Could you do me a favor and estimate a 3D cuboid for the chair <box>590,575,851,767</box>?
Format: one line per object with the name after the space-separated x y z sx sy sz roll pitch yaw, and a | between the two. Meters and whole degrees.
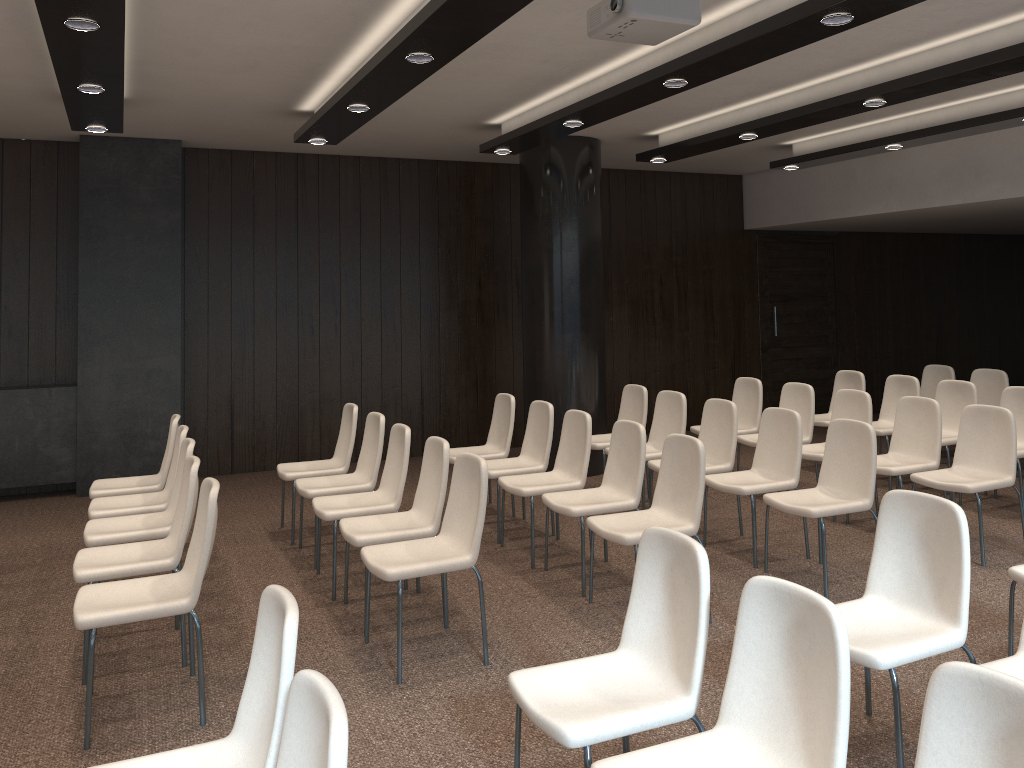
0.521 0.994 2.157 0.558 0.905 0.529 -1 -1 -25 | chair

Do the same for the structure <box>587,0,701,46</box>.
0.575 -1.737 3.939 0.409 0.315 0.383 -2 2 -24 | structure

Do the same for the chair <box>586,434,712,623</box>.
0.718 0.744 4.621 0.558 0.905 0.529 -1 -1 -22 | chair

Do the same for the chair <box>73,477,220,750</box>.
-1.506 0.882 3.629 0.558 0.905 0.529 -1 -1 -24 | chair

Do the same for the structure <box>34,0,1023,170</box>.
-1.411 -1.626 2.769 13.162 0.231 8.075 -4 6 -24 | structure

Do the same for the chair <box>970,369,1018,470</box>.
4.325 0.324 8.187 0.558 0.905 0.529 -1 -1 -26 | chair

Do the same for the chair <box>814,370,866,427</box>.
3.033 0.335 8.299 0.558 0.905 0.529 -1 -1 -22 | chair

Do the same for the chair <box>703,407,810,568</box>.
1.564 0.626 5.648 0.558 0.905 0.529 -1 -1 -23 | chair

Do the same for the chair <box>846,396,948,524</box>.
2.692 0.557 6.139 0.558 0.905 0.529 -1 -1 -22 | chair

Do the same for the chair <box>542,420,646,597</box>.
0.497 0.690 5.194 0.558 0.905 0.529 -1 -1 -22 | chair

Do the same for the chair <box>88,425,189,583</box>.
-2.252 0.728 5.293 0.558 0.905 0.529 -1 -1 -23 | chair

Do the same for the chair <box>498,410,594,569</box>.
0.226 0.643 5.711 0.558 0.905 0.529 -1 -1 -22 | chair

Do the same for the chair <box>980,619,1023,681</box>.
1.606 0.930 2.609 0.558 0.905 0.529 -1 -1 -24 | chair

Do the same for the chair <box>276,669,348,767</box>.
-0.590 1.069 1.596 0.558 0.905 0.529 -1 -1 -25 | chair

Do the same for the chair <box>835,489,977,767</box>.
1.333 0.879 3.159 0.558 0.905 0.529 -1 -1 -25 | chair

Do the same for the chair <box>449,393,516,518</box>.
-0.266 0.543 6.799 0.558 0.905 0.529 -1 -1 -22 | chair

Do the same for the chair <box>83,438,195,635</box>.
-2.019 0.777 4.762 0.558 0.905 0.529 -1 -1 -24 | chair

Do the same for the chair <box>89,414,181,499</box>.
-2.510 0.677 5.845 0.558 0.905 0.529 -1 -1 -22 | chair

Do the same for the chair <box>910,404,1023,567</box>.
2.907 0.607 5.606 0.558 0.905 0.529 -1 -1 -26 | chair

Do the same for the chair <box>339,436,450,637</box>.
-0.621 0.761 4.675 0.558 0.905 0.529 -1 -1 -22 | chair

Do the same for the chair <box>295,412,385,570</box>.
-1.125 0.661 5.767 0.558 0.905 0.529 -1 -1 -24 | chair

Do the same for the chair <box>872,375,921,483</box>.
3.292 0.386 7.745 0.558 0.905 0.529 -1 -1 -22 | chair

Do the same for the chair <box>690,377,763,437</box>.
1.917 0.407 7.774 0.558 0.905 0.529 -1 -1 -22 | chair

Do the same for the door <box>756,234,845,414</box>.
3.755 -0.746 11.460 1.401 2.420 0.267 -1 -3 -24 | door

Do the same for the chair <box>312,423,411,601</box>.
-0.887 0.714 5.201 0.558 0.905 0.529 -1 -1 -22 | chair

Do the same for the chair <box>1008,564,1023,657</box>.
2.443 0.811 3.653 0.558 0.905 0.529 -1 -1 -22 | chair

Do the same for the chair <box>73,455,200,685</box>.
-1.787 0.831 4.187 0.558 0.905 0.529 -1 -1 -24 | chair

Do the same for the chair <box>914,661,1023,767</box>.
0.764 1.047 1.584 0.558 0.905 0.529 -1 -1 -24 | chair

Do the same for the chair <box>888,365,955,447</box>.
4.101 0.273 8.740 0.558 0.905 0.529 -1 -1 -22 | chair

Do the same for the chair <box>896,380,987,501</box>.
3.523 0.435 7.218 0.558 0.905 0.529 -1 -1 -25 | chair

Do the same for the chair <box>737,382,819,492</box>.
2.189 0.457 7.229 0.558 0.905 0.529 -1 -1 -23 | chair

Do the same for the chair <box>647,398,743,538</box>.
1.292 0.576 6.194 0.558 0.905 0.529 -1 -1 -23 | chair

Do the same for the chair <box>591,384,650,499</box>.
0.833 0.473 7.305 0.558 0.905 0.529 -1 -1 -23 | chair

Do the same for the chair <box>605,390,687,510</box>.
1.048 0.523 6.770 0.558 0.905 0.529 -1 -1 -25 | chair

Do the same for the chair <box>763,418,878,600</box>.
1.801 0.679 5.083 0.558 0.905 0.529 -1 -1 -22 | chair

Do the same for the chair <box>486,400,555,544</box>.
0.006 0.592 6.264 0.558 0.905 0.529 -1 -1 -23 | chair

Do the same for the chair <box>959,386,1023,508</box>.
3.755 0.489 6.643 0.558 0.905 0.529 -1 -1 -25 | chair

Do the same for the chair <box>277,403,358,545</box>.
-1.396 0.611 6.311 0.558 0.905 0.529 -1 -1 -22 | chair

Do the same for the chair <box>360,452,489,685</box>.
-0.406 0.811 4.141 0.558 0.905 0.529 -1 -1 -25 | chair

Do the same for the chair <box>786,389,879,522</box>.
2.425 0.509 6.665 0.558 0.905 0.529 -1 -1 -22 | chair

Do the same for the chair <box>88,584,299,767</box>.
-0.815 1.017 2.154 0.558 0.905 0.529 -1 -1 -24 | chair

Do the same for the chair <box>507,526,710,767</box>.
0.306 0.944 2.693 0.558 0.905 0.529 -1 -1 -23 | chair
